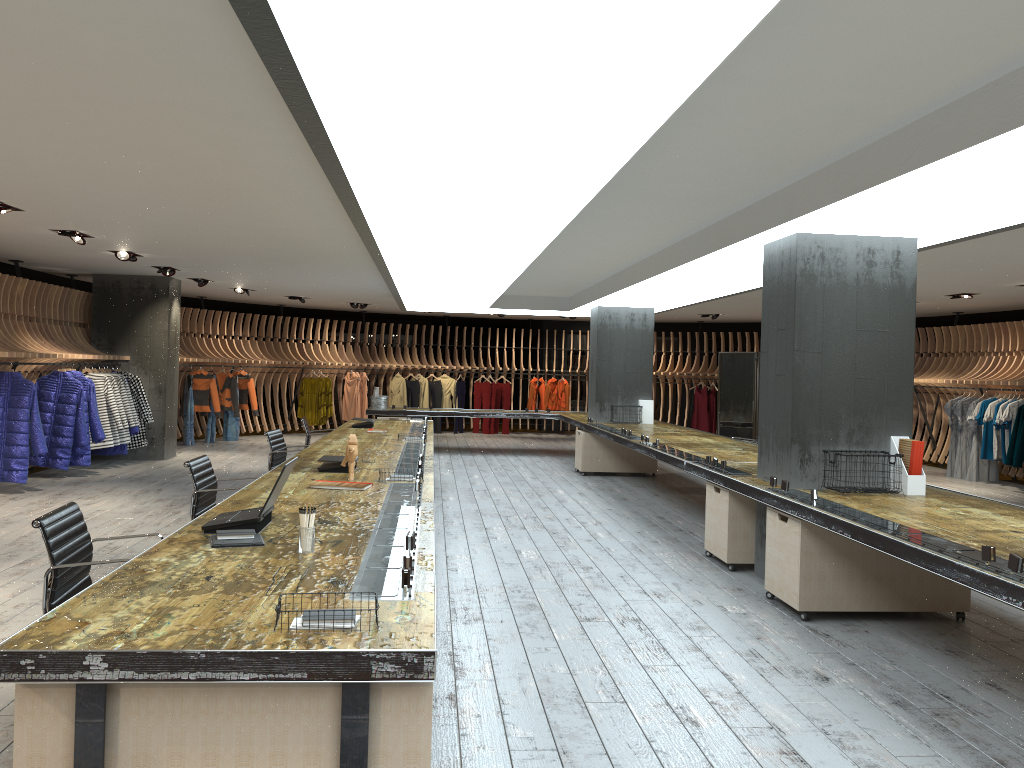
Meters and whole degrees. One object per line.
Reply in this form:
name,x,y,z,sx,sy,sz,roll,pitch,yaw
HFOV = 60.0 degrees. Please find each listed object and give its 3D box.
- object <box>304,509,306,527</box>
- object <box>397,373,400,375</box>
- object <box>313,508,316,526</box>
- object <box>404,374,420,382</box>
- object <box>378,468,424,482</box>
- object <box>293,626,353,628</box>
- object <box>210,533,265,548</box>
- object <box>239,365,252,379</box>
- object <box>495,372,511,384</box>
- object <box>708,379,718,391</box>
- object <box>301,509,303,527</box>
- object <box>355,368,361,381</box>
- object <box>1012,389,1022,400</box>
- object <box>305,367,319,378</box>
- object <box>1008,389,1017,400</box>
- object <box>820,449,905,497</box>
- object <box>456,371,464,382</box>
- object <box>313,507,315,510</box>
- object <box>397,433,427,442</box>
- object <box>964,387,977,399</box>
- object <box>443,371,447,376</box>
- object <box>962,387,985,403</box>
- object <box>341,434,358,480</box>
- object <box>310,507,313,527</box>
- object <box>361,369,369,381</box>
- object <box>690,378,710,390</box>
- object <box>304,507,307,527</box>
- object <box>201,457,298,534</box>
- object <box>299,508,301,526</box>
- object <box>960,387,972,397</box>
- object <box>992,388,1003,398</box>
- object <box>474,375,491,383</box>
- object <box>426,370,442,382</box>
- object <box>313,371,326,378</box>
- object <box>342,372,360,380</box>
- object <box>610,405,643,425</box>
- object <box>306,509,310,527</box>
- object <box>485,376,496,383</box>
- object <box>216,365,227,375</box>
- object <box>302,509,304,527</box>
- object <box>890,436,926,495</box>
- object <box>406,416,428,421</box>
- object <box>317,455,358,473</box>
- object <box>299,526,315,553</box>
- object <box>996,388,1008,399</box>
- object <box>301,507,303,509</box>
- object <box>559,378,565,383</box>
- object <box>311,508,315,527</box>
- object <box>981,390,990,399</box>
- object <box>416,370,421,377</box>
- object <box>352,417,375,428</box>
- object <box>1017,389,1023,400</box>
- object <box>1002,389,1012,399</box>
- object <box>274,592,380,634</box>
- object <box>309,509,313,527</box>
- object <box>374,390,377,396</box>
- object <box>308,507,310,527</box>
object,-0.847,0.593,3.613,0.007,0.170,0.030,2,0,-21
object,-2.576,-0.193,20.063,0.012,0.270,0.525,2,1,-40
object,-0.819,0.593,3.634,0.030,0.170,0.007,2,0,-38
object,-2.301,-0.189,20.204,0.525,0.270,0.012,2,0,30
object,-0.750,0.621,6.012,0.302,0.074,0.217,1,1,-11
object,-0.551,0.707,2.643,0.176,0.004,0.130,2,1,0
object,-1.172,0.666,3.779,0.213,0.019,0.219,1,1,-20
object,-5.260,-0.227,17.235,0.525,0.270,0.012,2,0,25
object,-0.230,-0.141,20.847,0.525,0.270,0.012,2,0,35
object,4.465,0.014,19.701,0.012,0.270,0.525,2,1,-10
object,-0.855,0.593,3.618,0.007,0.170,0.030,2,0,5
object,-3.434,-0.211,19.500,0.012,0.270,0.525,2,1,-35
object,7.419,0.215,13.019,0.524,0.285,0.013,2,0,-10
object,-4.219,-0.218,18.758,0.525,0.270,0.012,2,0,25
object,7.420,0.212,13.124,0.523,0.290,0.013,2,0,-10
object,2.397,0.607,6.067,0.459,0.289,0.329,2,1,-7
object,-1.195,-0.168,20.644,0.012,0.270,0.525,2,1,20
object,-0.822,0.593,3.643,0.007,0.170,0.030,2,0,25
object,-1.036,0.559,9.218,0.302,0.071,0.209,1,1,-10
object,7.298,0.186,14.062,0.525,0.270,0.012,1,0,-15
object,-1.556,-0.174,20.530,0.525,0.270,0.012,2,0,20
object,7.318,0.189,13.926,0.525,0.270,0.012,2,0,10
object,-1.071,0.493,5.952,0.097,0.300,0.320,2,0,-21
object,-0.828,0.593,3.651,0.007,0.170,0.030,2,0,-2
object,-3.296,-0.209,19.587,0.012,0.270,0.525,2,1,-40
object,4.240,0.005,19.847,0.525,0.270,0.012,2,0,-5
object,-0.847,0.592,3.654,0.030,0.170,0.007,2,0,35
object,-1.213,0.510,4.135,0.365,0.316,0.373,2,1,-5
object,-0.861,0.592,3.626,0.007,0.170,0.030,2,0,32
object,7.293,0.184,14.206,0.525,0.270,0.012,2,0,10
object,7.378,0.200,13.450,0.525,0.270,0.012,2,0,20
object,-0.679,-0.153,20.775,0.525,0.270,0.012,2,0,40
object,-1.840,-0.179,20.408,0.525,0.270,0.012,2,0,20
object,-4.099,-0.217,18.896,0.525,0.270,0.012,2,0,25
object,-3.526,-0.213,19.424,0.525,0.270,0.012,2,0,30
object,1.735,0.467,13.441,0.459,0.289,0.329,2,1,-2
object,-0.837,0.593,3.612,0.030,0.170,0.007,2,0,42
object,-0.515,-0.148,20.803,0.012,0.270,0.525,2,1,-35
object,-5.475,-0.222,16.737,0.525,0.270,0.012,2,0,15
object,-0.851,0.593,3.614,0.007,0.170,0.030,2,0,-9
object,2.747,0.564,6.155,0.129,0.383,0.240,2,0,-5
object,-1.345,0.496,12.583,0.302,0.074,0.217,1,1,-11
object,-1.268,0.585,6.474,0.262,0.088,0.373,2,1,-5
object,-0.840,0.638,3.634,0.061,0.111,0.061,2,0,29
object,7.351,0.208,13.313,0.523,0.288,0.015,2,0,5
object,-0.856,0.592,3.649,0.030,0.170,0.007,2,0,8
object,1.193,-0.100,20.889,0.012,0.270,0.525,2,1,-25
object,-0.821,0.594,3.624,0.030,0.170,0.007,2,0,-12
object,7.353,0.193,13.755,0.525,0.270,0.012,1,0,-20
object,-2.126,-0.184,20.299,0.525,0.270,0.012,2,0,40
object,-1.844,0.482,11.008,0.261,0.111,0.373,2,1,-5
object,7.415,0.206,12.904,0.525,0.270,0.012,1,0,-20
object,7.389,0.204,13.209,0.525,0.270,0.012,2,0,0
object,-0.547,0.682,2.643,0.302,0.074,0.217,1,1,-11
object,-0.828,0.593,3.616,0.030,0.170,0.007,2,0,15
object,-2.402,0.163,15.571,0.062,0.109,0.062,1,0,-39
object,-0.837,0.593,3.655,0.007,0.170,0.030,2,0,-29
